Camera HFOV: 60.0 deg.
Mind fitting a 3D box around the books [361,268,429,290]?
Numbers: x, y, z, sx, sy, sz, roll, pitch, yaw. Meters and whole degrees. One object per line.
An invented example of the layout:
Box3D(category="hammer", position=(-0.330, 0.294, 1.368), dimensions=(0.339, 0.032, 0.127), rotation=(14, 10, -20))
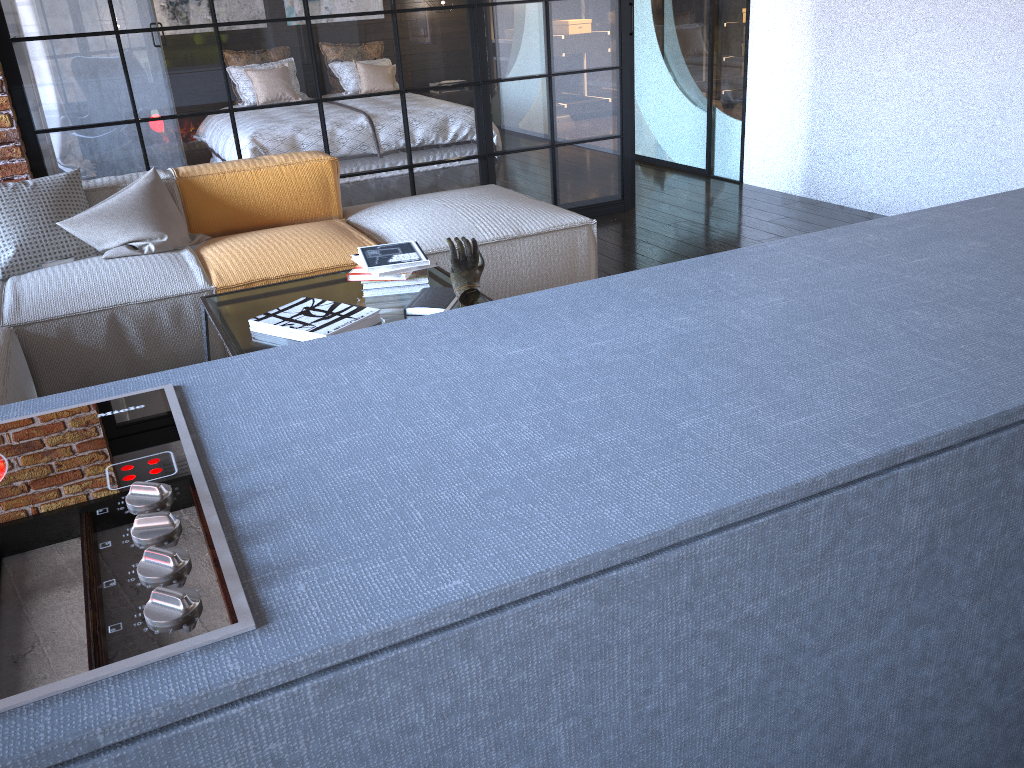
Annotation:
Box3D(category="books", position=(-0.374, -0.359, 2.851), dimensions=(0.209, 0.023, 0.251), rotation=(-6, 24, -4))

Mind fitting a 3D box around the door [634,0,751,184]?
Box3D(category="door", position=(0.572, -3.105, 7.002), dimensions=(0.138, 2.599, 4.177), rotation=(-14, 26, -22))

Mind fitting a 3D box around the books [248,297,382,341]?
Box3D(category="books", position=(-0.560, -0.181, 2.519), dimensions=(0.308, 0.038, 0.225), rotation=(12, 28, 32))

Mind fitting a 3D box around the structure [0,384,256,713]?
Box3D(category="structure", position=(-0.630, 0.183, 0.691), dimensions=(0.763, 0.057, 0.503), rotation=(-14, 26, -22))

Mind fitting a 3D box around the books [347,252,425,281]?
Box3D(category="books", position=(-0.399, -0.377, 2.841), dimensions=(0.190, 0.023, 0.239), rotation=(0, 24, 9))

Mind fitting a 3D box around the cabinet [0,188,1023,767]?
Box3D(category="cabinet", position=(-0.067, 0.420, 1.090), dimensions=(2.958, 0.846, 0.606), rotation=(-14, 26, -22))

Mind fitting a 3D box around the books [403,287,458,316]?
Box3D(category="books", position=(-0.232, -0.246, 2.620), dimensions=(0.129, 0.029, 0.181), rotation=(1, 24, 12))

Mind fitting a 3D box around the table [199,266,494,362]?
Box3D(category="table", position=(-0.485, -0.063, 2.757), dimensions=(0.848, 0.389, 0.841), rotation=(-14, 26, -22))

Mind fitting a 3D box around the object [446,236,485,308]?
Box3D(category="object", position=(-0.127, -0.305, 2.493), dimensions=(0.093, 0.223, 0.099), rotation=(2, 25, 14))

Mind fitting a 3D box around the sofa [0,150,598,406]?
Box3D(category="sofa", position=(-1.026, -0.246, 2.987), dimensions=(3.299, 0.699, 2.531), rotation=(-15, 26, -22))

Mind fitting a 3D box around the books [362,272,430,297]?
Box3D(category="books", position=(-0.372, -0.338, 2.859), dimensions=(0.209, 0.024, 0.247), rotation=(-6, 24, -4))

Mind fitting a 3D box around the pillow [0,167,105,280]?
Box3D(category="pillow", position=(-1.822, -0.613, 3.374), dimensions=(0.495, 0.355, 0.293), rotation=(-22, 29, -35))

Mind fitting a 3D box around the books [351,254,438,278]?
Box3D(category="books", position=(-0.380, -0.394, 2.833), dimensions=(0.196, 0.014, 0.267), rotation=(-15, 26, -23))

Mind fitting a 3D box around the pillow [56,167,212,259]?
Box3D(category="pillow", position=(-1.459, -0.648, 3.467), dimensions=(0.358, 0.315, 0.484), rotation=(4, 25, 17))

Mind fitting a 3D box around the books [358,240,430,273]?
Box3D(category="books", position=(-0.381, -0.408, 2.827), dimensions=(0.196, 0.014, 0.267), rotation=(-9, 24, -12))
